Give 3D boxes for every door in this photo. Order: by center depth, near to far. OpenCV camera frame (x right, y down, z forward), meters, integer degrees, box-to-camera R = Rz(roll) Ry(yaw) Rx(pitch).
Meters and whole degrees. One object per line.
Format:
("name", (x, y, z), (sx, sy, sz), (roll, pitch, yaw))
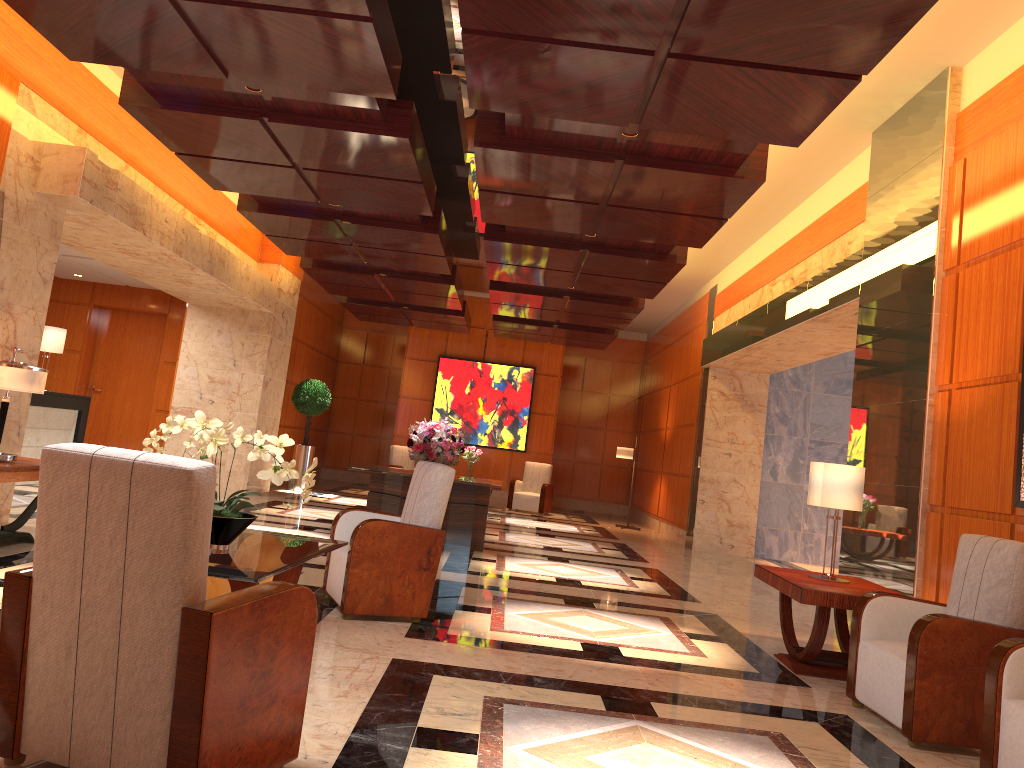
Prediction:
("door", (-6.515, 0.092, 14.771), (1.286, 2.709, 0.339), (7, -7, 0))

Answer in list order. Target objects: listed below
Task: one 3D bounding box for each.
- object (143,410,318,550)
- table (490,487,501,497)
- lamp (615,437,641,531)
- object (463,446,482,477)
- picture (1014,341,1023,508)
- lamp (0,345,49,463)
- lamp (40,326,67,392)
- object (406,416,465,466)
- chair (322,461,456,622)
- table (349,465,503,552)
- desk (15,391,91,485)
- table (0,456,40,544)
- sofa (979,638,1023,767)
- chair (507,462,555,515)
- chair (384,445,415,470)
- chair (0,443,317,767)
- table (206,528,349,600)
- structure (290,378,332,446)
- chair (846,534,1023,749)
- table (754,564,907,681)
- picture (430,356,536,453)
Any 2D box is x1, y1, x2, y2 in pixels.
("object", (-1.321, 0.453, 4.126), (0.786, 0.620, 0.416), (9, -6, -22))
("table", (-0.788, 1.913, 15.067), (1.167, 0.536, 0.722), (7, -5, 0))
("lamp", (2.099, 1.771, 16.001), (0.526, 1.668, 0.358), (8, -7, -10))
("object", (-0.705, 1.356, 15.163), (0.351, 0.598, 0.325), (5, -7, 20))
("picture", (2.857, -0.122, 3.919), (0.056, 1.458, 1.988), (7, -5, 0))
("lamp", (-3.503, 0.130, 6.127), (0.459, 0.813, 0.456), (6, -6, 9))
("lamp", (-5.991, -0.323, 11.373), (0.373, 0.824, 0.370), (4, -7, 25))
("object", (-0.852, 0.685, 9.940), (0.649, 0.661, 0.678), (8, -6, -8))
("chair", (-0.792, 0.956, 5.681), (0.627, 0.965, 0.736), (9, -6, -21))
("table", (-0.938, 1.382, 9.877), (1.600, 0.748, 1.594), (7, -5, 0))
("desk", (-6.175, 0.572, 10.391), (0.941, 1.146, 2.914), (7, -5, 0))
("table", (-3.658, 0.832, 6.180), (0.725, 0.609, 1.265), (7, -5, 1))
("sofa", (2.242, 1.113, 2.755), (0.612, 0.936, 1.791), (7, -5, 1))
("chair", (0.391, 1.994, 17.103), (0.738, 0.965, 0.625), (5, -6, 19))
("chair", (-2.026, 1.698, 17.119), (0.735, 0.965, 0.628), (12, -8, -40))
("chair", (-1.070, 0.691, 2.722), (0.738, 0.965, 0.625), (5, -6, 19))
("table", (-1.333, 1.020, 4.178), (0.722, 0.498, 1.553), (7, -5, 3))
("structure", (-3.593, 0.744, 15.555), (0.720, 1.720, 0.720), (9, -7, -22))
("chair", (2.121, 1.211, 4.362), (0.628, 0.965, 0.735), (7, -6, -1))
("table", (1.985, 1.507, 5.515), (0.725, 0.536, 1.163), (7, -5, 3))
("picture", (-0.605, 0.403, 17.922), (1.996, 1.744, 0.056), (7, -7, 0))
